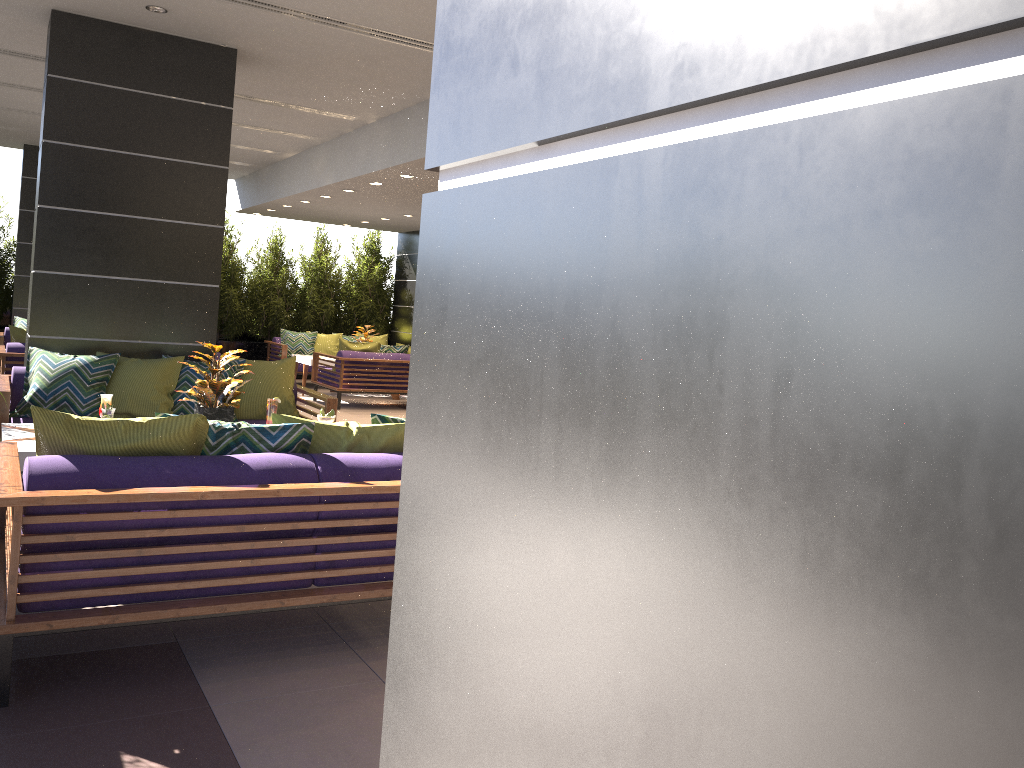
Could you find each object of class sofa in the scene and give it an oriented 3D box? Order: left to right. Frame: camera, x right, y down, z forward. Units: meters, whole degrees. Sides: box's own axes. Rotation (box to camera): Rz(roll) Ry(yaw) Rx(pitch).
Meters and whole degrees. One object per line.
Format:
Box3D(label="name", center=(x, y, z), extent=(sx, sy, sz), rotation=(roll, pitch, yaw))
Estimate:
Box3D(label="sofa", center=(-5.360, -0.359, 11.272), extent=(2.122, 0.918, 1.123), rotation=(2, 3, -30))
Box3D(label="sofa", center=(-4.069, -0.096, 9.056), extent=(2.122, 0.918, 1.123), rotation=(2, 3, -30))
Box3D(label="sofa", center=(-2.443, 0.234, 6.264), extent=(2.122, 0.918, 1.123), rotation=(2, 3, -30))
Box3D(label="sofa", center=(-0.961, 0.534, 3.720), extent=(2.122, 0.918, 1.123), rotation=(2, 3, -30))
Box3D(label="sofa", center=(-2.882, -0.410, 14.563), extent=(2.122, 0.918, 1.123), rotation=(2, 3, -30))
Box3D(label="sofa", center=(-1.591, -0.147, 12.347), extent=(2.122, 0.918, 1.123), rotation=(2, 3, -30))

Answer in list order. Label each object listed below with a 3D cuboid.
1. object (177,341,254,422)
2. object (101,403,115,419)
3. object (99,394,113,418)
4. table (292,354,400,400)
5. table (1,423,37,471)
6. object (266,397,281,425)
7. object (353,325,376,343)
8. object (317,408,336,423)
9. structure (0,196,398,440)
Box3D(label="object", center=(-1.664, 0.031, 4.958), extent=(0.429, 0.526, 0.426), rotation=(4, 2, -18))
Box3D(label="object", center=(-2.033, 0.198, 4.446), extent=(0.069, 0.211, 0.068), rotation=(5, 1, 42))
Box3D(label="object", center=(-2.301, 0.151, 5.014), extent=(0.069, 0.181, 0.068), rotation=(5, 2, 42))
Box3D(label="table", center=(-2.225, -0.094, 13.446), extent=(2.033, 0.553, 0.944), rotation=(2, 4, -30))
Box3D(label="table", center=(-1.711, 0.568, 4.972), extent=(2.033, 0.553, 0.944), rotation=(2, 4, -30))
Box3D(label="object", center=(-1.474, 0.177, 5.458), extent=(0.084, 0.189, 0.067), rotation=(4, 1, -5))
Box3D(label="object", center=(-2.220, -0.632, 13.407), extent=(0.429, 0.526, 0.426), rotation=(4, 2, -13))
Box3D(label="object", center=(-1.062, 0.236, 5.045), extent=(0.105, 0.197, 0.106), rotation=(4, 1, -3))
Box3D(label="structure", center=(0.503, -0.536, 4.738), extent=(7.805, 3.118, 24.810), rotation=(2, 5, -30))
